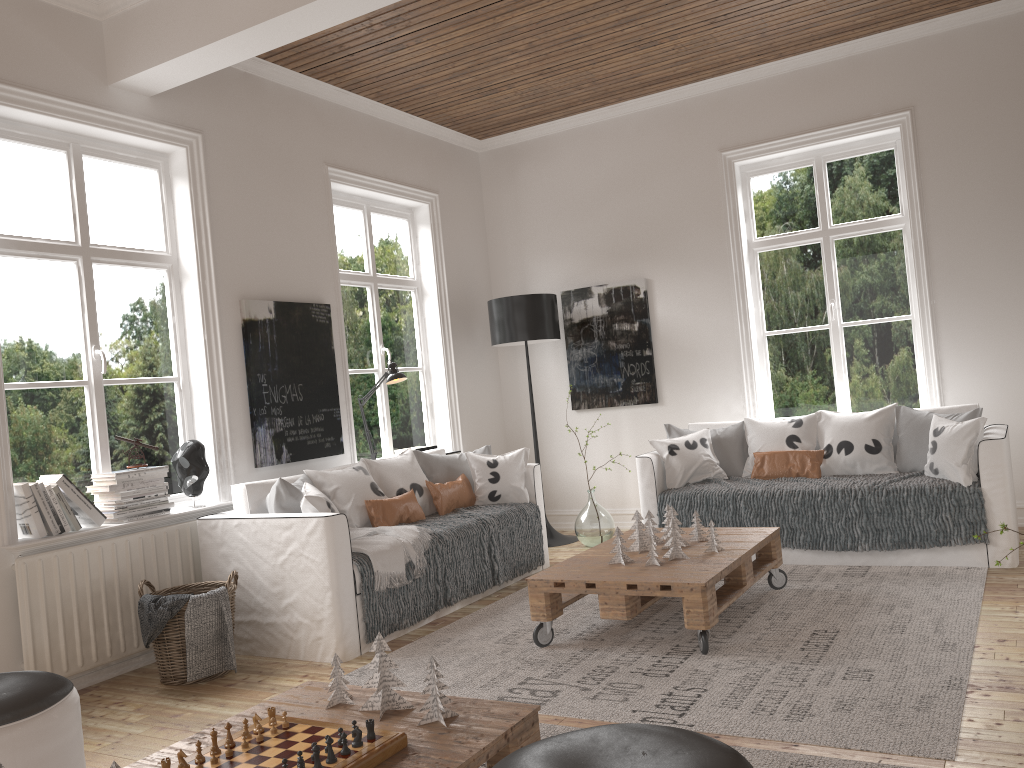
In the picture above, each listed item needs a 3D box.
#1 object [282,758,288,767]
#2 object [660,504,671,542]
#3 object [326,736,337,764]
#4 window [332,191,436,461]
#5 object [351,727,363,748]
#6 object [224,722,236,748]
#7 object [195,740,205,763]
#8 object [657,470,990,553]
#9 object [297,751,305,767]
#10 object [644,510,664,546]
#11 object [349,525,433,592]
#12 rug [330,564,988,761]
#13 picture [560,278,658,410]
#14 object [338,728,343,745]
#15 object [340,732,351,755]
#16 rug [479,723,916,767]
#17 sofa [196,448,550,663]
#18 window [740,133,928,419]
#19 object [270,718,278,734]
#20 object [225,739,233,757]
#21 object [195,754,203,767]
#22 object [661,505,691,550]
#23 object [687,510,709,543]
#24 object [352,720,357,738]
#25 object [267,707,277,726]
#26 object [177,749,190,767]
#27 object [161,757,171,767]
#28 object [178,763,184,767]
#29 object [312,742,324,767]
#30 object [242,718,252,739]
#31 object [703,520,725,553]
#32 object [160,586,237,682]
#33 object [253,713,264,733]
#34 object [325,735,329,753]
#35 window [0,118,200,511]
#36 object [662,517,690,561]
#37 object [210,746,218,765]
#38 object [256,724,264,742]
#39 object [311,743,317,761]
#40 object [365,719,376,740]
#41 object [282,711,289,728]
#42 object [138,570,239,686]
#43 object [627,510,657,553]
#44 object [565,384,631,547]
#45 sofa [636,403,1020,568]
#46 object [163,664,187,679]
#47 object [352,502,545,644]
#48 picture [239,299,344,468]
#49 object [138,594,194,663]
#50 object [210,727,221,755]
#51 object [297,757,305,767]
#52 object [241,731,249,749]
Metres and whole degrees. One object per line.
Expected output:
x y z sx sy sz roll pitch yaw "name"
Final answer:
-0.473 0.800 1.851 0.017 0.037 0.017 -5 -1 -41 "object"
0.764 0.669 4.311 0.090 0.176 0.090 -5 -1 -8 "object"
-0.390 0.783 1.904 0.025 0.055 0.025 -5 -1 -28 "object"
-0.897 -0.347 6.083 0.120 1.872 1.055 -6 -1 30 "window"
-0.347 0.786 1.981 0.026 0.044 0.026 -5 -1 -15 "object"
-0.657 0.811 2.057 0.025 0.055 0.025 -5 -1 -28 "object"
-0.699 0.819 1.981 0.022 0.047 0.022 -5 -1 -28 "object"
1.737 0.689 5.037 1.704 0.390 0.656 -6 -1 30 "object"
-0.450 0.798 1.886 0.017 0.037 0.017 -5 -1 -41 "object"
0.666 0.684 4.251 0.095 0.164 0.090 -6 -1 37 "object"
-0.730 0.827 4.409 0.729 0.255 0.588 -6 -1 34 "object"
0.825 1.049 3.988 2.254 0.003 2.474 -6 -1 30 "rug"
0.714 -0.283 6.578 0.680 0.908 0.041 -6 -1 30 "picture"
-0.385 0.793 1.999 0.017 0.037 0.017 -5 -1 -41 "object"
-0.367 0.786 1.944 0.022 0.047 0.022 -5 -1 -28 "object"
-0.453 1.150 1.784 2.254 0.003 2.474 -6 -1 30 "rug"
-0.640 0.811 4.855 0.866 0.776 1.960 -6 -1 30 "sofa"
2.138 -0.642 5.945 1.055 1.872 0.120 -6 -1 30 "window"
-0.568 0.813 2.111 0.017 0.037 0.017 -5 -1 -41 "object"
-0.638 0.818 1.997 0.017 0.037 0.017 -5 -1 -41 "object"
-0.679 0.821 1.924 0.017 0.037 0.017 -5 -1 -41 "object"
0.750 0.658 4.101 0.107 0.195 0.113 -6 -1 37 "object"
0.877 0.671 4.204 0.075 0.147 0.075 -5 -1 -28 "object"
-0.361 0.791 2.038 0.017 0.037 0.017 -5 -1 -41 "object"
-0.587 0.813 2.170 0.019 0.040 0.019 -5 -1 -26 "object"
-0.721 0.822 1.944 0.026 0.044 0.026 -5 -1 -15 "object"
-0.742 0.826 1.905 0.019 0.040 0.019 -6 -1 26 "object"
-0.702 0.823 1.884 0.017 0.037 0.017 -5 -1 -41 "object"
-0.411 0.783 1.866 0.025 0.058 0.025 -5 -1 -15 "object"
-0.629 0.813 2.098 0.022 0.047 0.022 -5 -1 -28 "object"
0.890 0.670 3.928 0.072 0.142 0.073 -6 -1 38 "object"
-1.363 1.057 3.818 0.290 0.356 0.349 -5 -1 -31 "object"
-0.611 0.813 2.132 0.026 0.044 0.026 -5 -1 -15 "object"
-0.407 0.795 1.961 0.017 0.037 0.017 -5 -1 -41 "object"
-1.984 -0.260 4.210 0.120 1.872 1.055 -6 -1 30 "window"
0.704 0.669 3.860 0.097 0.178 0.103 -5 -1 -7 "object"
-0.659 0.820 1.960 0.017 0.037 0.017 -5 -1 -41 "object"
-0.591 0.814 2.074 0.017 0.037 0.017 -5 -1 -41 "object"
-0.429 0.797 1.924 0.017 0.037 0.017 -5 -1 -41 "object"
-0.322 0.786 2.018 0.019 0.040 0.019 -5 -1 -26 "object"
-0.549 0.811 2.147 0.017 0.037 0.017 -5 -1 -41 "object"
-1.388 1.047 3.856 0.393 0.432 0.393 -5 -1 -38 "object"
0.584 0.675 4.096 0.112 0.193 0.106 -5 -1 -32 "object"
0.609 0.543 6.122 0.515 1.117 0.275 -5 -1 -43 "object"
1.796 0.578 5.168 1.960 0.776 0.866 -6 -1 30 "sofa"
-1.379 1.159 3.859 0.280 0.186 0.291 -6 -1 16 "object"
-0.487 0.943 4.784 0.651 0.423 1.680 -6 -1 31 "object"
-1.241 -0.015 5.064 0.041 0.908 0.680 -6 -1 30 "picture"
-1.414 1.044 3.789 0.303 0.332 0.367 -6 -1 21 "object"
-0.677 0.811 2.018 0.025 0.058 0.025 -5 -1 -15 "object"
-0.434 0.791 1.827 0.022 0.047 0.022 -6 -1 -2 "object"
-0.614 0.816 2.036 0.017 0.037 0.017 -5 -1 -41 "object"
